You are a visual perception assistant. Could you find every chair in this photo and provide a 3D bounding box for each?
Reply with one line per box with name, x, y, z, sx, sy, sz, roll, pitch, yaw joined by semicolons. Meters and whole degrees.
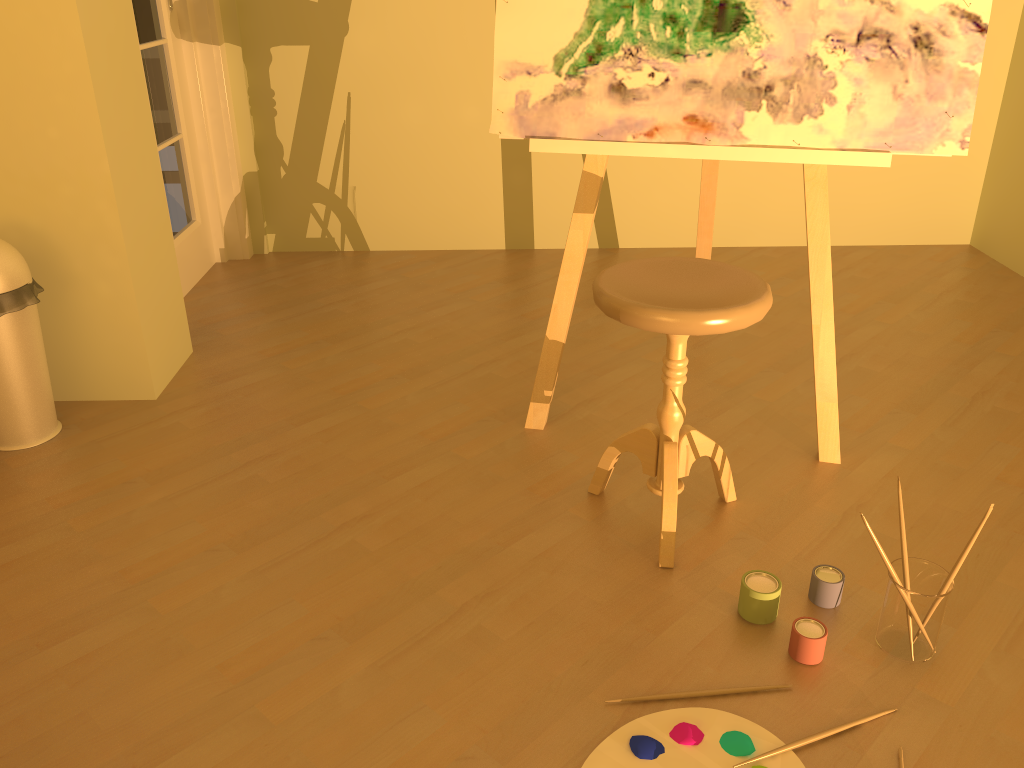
chair;0.332;0.049;1.851;0.348;0.551;0.364;4;26;9

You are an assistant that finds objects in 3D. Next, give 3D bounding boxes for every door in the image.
door;-1.207;-1.216;2.828;0.098;2.033;0.884;-1;26;-1

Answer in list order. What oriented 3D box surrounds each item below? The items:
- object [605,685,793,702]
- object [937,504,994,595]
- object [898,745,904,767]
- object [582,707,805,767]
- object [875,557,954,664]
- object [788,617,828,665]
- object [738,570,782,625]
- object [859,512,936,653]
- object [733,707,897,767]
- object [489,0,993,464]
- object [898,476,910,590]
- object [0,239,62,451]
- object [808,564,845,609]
object;0.317;0.521;1.494;0.325;0.010;0.010;-3;26;-5
object;0.753;0.332;1.523;0.069;0.319;0.010;12;28;23
object;0.557;0.635;1.255;0.010;0.010;0.325;8;27;17
object;0.265;0.600;1.326;0.366;0.014;0.288;-14;29;-26
object;0.707;0.402;1.566;0.106;0.157;0.106;-14;29;-26
object;0.524;0.455;1.570;0.060;0.060;0.060;-9;27;-17
object;0.465;0.401;1.667;0.073;0.073;0.073;1;26;3
object;0.670;0.347;1.535;0.172;0.278;0.010;5;26;10
object;0.486;0.559;1.407;0.325;0.015;0.010;-11;28;-20
object;0.402;-0.794;2.188;0.972;1.896;1.132;-9;27;-16
object;0.697;0.326;1.572;0.010;0.286;0.159;-3;26;-5
object;-1.286;-0.111;2.222;0.248;0.535;0.255;16;30;30
object;0.605;0.390;1.706;0.060;0.060;0.060;-8;27;-14
